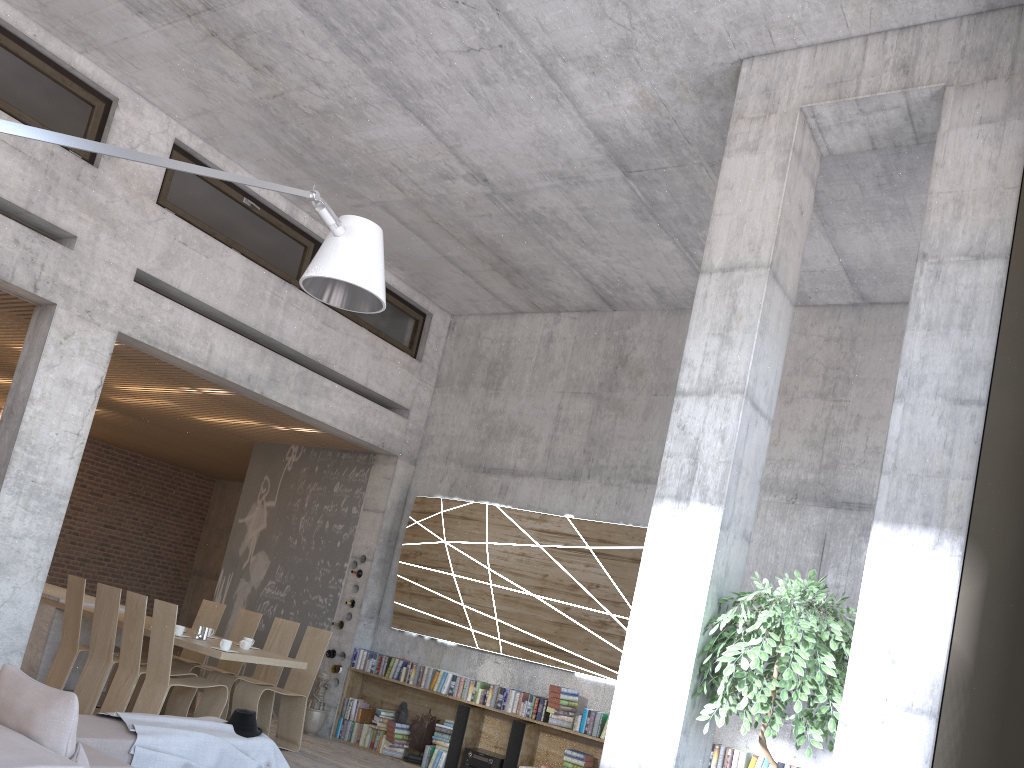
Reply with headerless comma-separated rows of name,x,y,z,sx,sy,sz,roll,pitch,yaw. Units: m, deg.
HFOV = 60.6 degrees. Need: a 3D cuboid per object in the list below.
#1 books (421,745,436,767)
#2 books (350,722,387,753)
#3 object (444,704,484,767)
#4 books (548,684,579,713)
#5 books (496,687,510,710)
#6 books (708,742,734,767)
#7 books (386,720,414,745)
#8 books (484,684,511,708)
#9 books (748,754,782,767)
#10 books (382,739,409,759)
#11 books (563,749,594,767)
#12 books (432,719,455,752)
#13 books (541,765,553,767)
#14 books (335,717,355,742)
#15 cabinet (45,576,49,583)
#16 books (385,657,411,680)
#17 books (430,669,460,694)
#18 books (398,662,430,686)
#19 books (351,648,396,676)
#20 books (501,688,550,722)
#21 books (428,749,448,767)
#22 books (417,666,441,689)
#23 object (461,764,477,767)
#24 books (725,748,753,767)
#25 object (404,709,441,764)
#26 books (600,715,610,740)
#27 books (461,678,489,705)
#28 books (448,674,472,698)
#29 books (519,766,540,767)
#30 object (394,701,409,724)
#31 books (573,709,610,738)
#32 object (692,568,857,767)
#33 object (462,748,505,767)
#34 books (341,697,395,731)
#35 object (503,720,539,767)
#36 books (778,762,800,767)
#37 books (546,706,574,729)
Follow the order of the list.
books,-0.838,3.869,9.095,0.074,0.215,0.211,7,-13,35
books,-1.500,3.847,9.560,0.491,0.232,0.250,3,-15,35
object,-0.499,3.670,8.969,0.151,0.742,0.281,7,-10,35
books,0.488,3.006,8.375,0.251,0.205,0.190,21,-14,-32
books,-0.071,3.156,8.789,0.054,0.215,0.195,7,-12,35
books,1.741,3.199,7.528,0.276,0.215,0.216,4,-14,33
books,-1.194,3.704,9.313,0.251,0.205,0.190,21,-14,-32
books,-0.154,3.157,8.854,0.154,0.215,0.211,6,-13,35
books,2.084,3.199,7.263,0.247,0.223,0.195,4,-14,35
books,-1.236,3.872,9.301,0.263,0.147,0.253,15,-14,-8
books,0.624,3.528,8.202,0.237,0.157,0.196,3,-15,35
books,-0.662,3.625,9.063,0.250,0.315,0.225,5,-13,37
books,0.373,3.702,8.231,0.242,0.188,0.159,4,-14,35
books,-1.832,3.837,9.751,0.271,0.215,0.211,4,-14,35
cabinet,-8.739,1.947,12.511,1.068,2.020,4.256,6,-15,35
books,-1.237,3.116,9.584,0.198,0.223,0.195,5,-13,35
books,-0.697,3.119,9.172,0.247,0.223,0.195,4,-14,35
books,-1.040,3.119,9.437,0.276,0.215,0.216,4,-14,33
books,-1.536,3.104,9.773,0.487,0.215,0.222,3,-15,35
books,0.156,3.155,8.610,0.487,0.215,0.222,3,-15,35
books,-0.719,3.868,8.995,0.198,0.223,0.195,5,-13,35
books,-0.876,3.114,9.295,0.155,0.215,0.195,6,-13,35
object,-0.272,3.914,8.721,0.437,0.160,0.303,2,-17,34
books,1.906,3.194,7.386,0.155,0.215,0.195,6,-13,35
object,-0.924,3.704,9.250,0.345,0.555,0.200,14,-9,-5
books,0.952,3.163,8.040,0.198,0.223,0.195,5,-13,35
books,-0.357,3.137,8.937,0.275,0.215,0.176,3,-14,36
books,-0.536,3.130,9.058,0.155,0.215,0.159,6,-13,35
books,0.207,3.727,8.413,0.233,0.136,0.198,3,-16,36
object,-1.170,3.492,9.330,0.144,0.223,0.140,6,-12,32
books,0.748,3.161,8.192,0.276,0.215,0.216,4,-14,33
object,1.350,1.857,4.479,0.999,1.820,0.991,13,-9,2
object,-0.240,3.759,8.738,0.437,0.157,0.314,2,-17,34
books,-1.542,3.643,9.642,0.713,0.256,0.310,0,-17,39
object,0.058,3.686,8.586,0.151,0.742,0.281,7,-10,35
books,2.246,3.210,7.149,0.155,0.215,0.159,6,-13,35
books,0.462,3.178,8.351,0.286,0.146,0.226,14,-13,-7
